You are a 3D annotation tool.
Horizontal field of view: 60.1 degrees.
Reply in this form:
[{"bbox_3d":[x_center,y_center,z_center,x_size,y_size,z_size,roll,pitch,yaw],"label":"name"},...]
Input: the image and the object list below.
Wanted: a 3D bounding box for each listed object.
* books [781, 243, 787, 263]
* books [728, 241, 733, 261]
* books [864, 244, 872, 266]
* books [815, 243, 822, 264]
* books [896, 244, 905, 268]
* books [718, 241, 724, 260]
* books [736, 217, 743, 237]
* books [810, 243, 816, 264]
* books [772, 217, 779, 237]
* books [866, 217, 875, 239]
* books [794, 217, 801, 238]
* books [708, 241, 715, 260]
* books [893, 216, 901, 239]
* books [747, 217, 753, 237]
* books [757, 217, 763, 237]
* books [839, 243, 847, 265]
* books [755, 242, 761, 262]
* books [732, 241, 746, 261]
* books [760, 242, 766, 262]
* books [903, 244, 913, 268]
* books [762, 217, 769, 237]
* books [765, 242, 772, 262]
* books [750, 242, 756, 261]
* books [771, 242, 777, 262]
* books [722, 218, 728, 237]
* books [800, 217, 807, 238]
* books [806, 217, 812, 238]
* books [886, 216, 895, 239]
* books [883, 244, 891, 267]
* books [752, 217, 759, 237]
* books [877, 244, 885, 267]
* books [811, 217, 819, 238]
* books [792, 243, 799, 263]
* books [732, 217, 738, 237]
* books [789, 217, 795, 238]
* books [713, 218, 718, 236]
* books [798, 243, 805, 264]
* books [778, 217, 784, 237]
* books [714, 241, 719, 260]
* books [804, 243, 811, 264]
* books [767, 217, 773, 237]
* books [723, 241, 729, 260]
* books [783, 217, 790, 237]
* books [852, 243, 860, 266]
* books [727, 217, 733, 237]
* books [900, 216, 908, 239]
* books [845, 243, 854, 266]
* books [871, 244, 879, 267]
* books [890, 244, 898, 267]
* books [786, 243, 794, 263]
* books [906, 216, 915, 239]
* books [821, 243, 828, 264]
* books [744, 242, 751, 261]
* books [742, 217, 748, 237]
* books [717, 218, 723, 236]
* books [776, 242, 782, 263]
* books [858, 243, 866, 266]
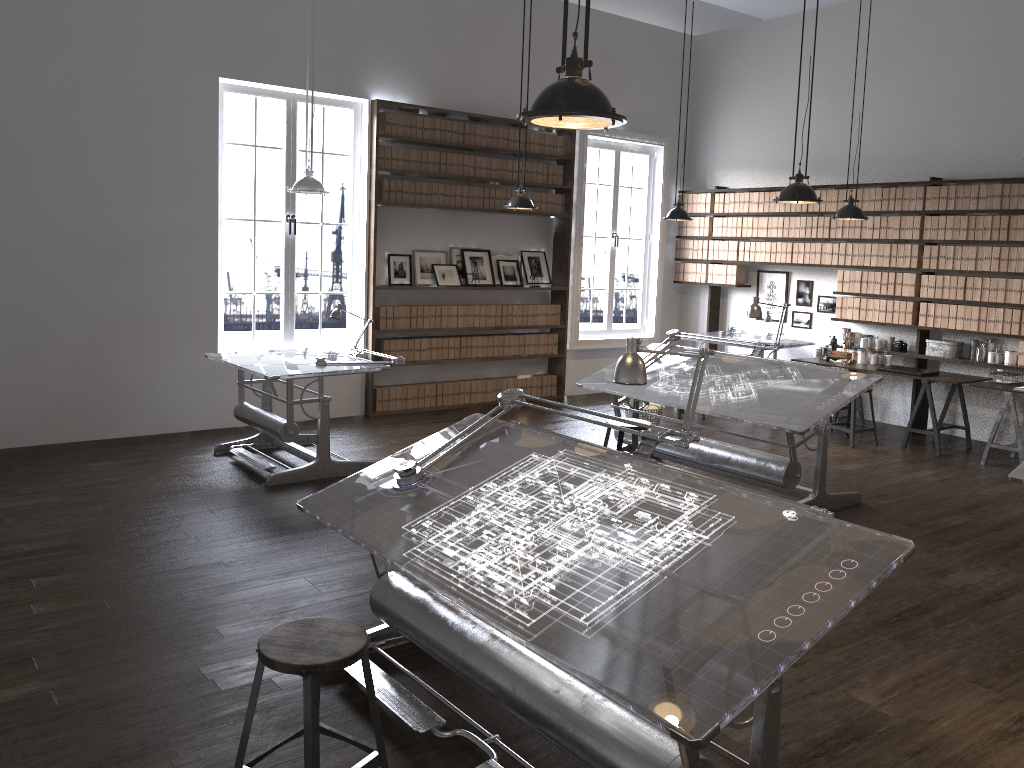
[{"bbox_3d":[3.026,-1.431,9.687,0.175,0.224,0.067,-3,8,-37],"label":"books"},{"bbox_3d":[2.589,-1.540,10.251,0.175,0.224,0.067,-3,8,-37],"label":"books"},{"bbox_3d":[3.623,-1.296,8.901,0.175,0.224,0.067,-3,8,-37],"label":"books"},{"bbox_3d":[3.281,-1.369,9.345,0.175,0.224,0.067,-3,8,-37],"label":"books"},{"bbox_3d":[3.833,-1.247,8.635,0.174,0.224,0.067,-3,8,-37],"label":"books"},{"bbox_3d":[2.504,-1.561,10.367,0.174,0.224,0.067,-3,8,-37],"label":"books"},{"bbox_3d":[2.657,-1.791,10.143,0.175,0.224,0.067,-3,8,-37],"label":"books"},{"bbox_3d":[3.245,-1.379,9.401,0.175,0.224,0.067,-3,8,-37],"label":"books"},{"bbox_3d":[2.953,-1.721,9.762,0.175,0.224,0.067,-3,8,-37],"label":"books"},{"bbox_3d":[3.635,-1.560,8.874,0.175,0.224,0.067,-3,8,-37],"label":"books"},{"bbox_3d":[3.124,-1.681,9.539,0.174,0.224,0.067,-3,8,-37],"label":"books"},{"bbox_3d":[2.412,-1.581,10.475,0.175,0.224,0.067,-3,8,-37],"label":"books"},{"bbox_3d":[3.804,-1.520,8.650,0.175,0.224,0.067,-3,8,-37],"label":"books"},{"bbox_3d":[2.747,-1.770,10.028,0.174,0.224,0.067,-3,8,-37],"label":"books"},{"bbox_3d":[2.836,-1.750,9.919,0.175,0.224,0.067,-3,8,-37],"label":"books"},{"bbox_3d":[3.451,-1.336,9.122,0.175,0.224,0.067,-3,8,-37],"label":"books"},{"bbox_3d":[2.818,-1.480,9.958,0.174,0.224,0.067,-3,8,-37],"label":"books"},{"bbox_3d":[2.624,-1.531,10.199,0.175,0.224,0.067,-3,8,-37],"label":"books"},{"bbox_3d":[2.857,-1.470,9.901,0.174,0.224,0.067,-3,8,-37],"label":"books"},{"bbox_3d":[3.873,-1.237,8.577,0.174,0.224,0.067,-3,8,-37],"label":"books"},{"bbox_3d":[2.872,-1.740,9.862,0.175,0.224,0.067,-3,8,-37],"label":"books"},{"bbox_3d":[2.898,-1.459,9.842,0.175,0.224,0.067,-3,8,-37],"label":"books"},{"bbox_3d":[2.774,-1.490,10.012,0.175,0.224,0.067,-3,8,-37],"label":"books"},{"bbox_3d":[2.942,-1.449,9.785,0.175,0.224,0.067,-3,8,-37],"label":"books"},{"bbox_3d":[2.533,-1.819,10.302,0.175,0.224,0.067,-3,8,-37],"label":"books"},{"bbox_3d":[3.166,-1.670,9.480,0.175,0.224,0.067,-3,8,-37],"label":"books"},{"bbox_3d":[3.209,-1.660,9.423,0.175,0.224,0.067,-3,8,-37],"label":"books"},{"bbox_3d":[3.767,-1.530,8.709,0.174,0.224,0.067,-3,8,-37],"label":"books"},{"bbox_3d":[3.745,-1.267,8.741,0.175,0.224,0.067,-3,8,-37],"label":"books"},{"bbox_3d":[2.793,-1.760,9.975,0.174,0.224,0.067,-3,8,-37],"label":"books"},{"bbox_3d":[3.708,-1.277,8.796,0.175,0.224,0.067,-3,8,-37],"label":"books"},{"bbox_3d":[3.251,-1.651,9.376,0.175,0.224,0.067,-3,8,-37],"label":"books"},{"bbox_3d":[3.116,-1.409,9.570,0.175,0.224,0.067,-3,8,-37],"label":"books"},{"bbox_3d":[2.617,-1.801,10.205,0.175,0.224,0.067,-3,8,-37],"label":"books"},{"bbox_3d":[3.085,-1.691,9.597,0.174,0.224,0.067,-3,8,-37],"label":"books"},{"bbox_3d":[2.448,-1.840,10.419,0.174,0.224,0.067,-3,8,-37],"label":"books"},{"bbox_3d":[3.155,-1.399,9.511,0.174,0.224,0.067,-3,8,-37],"label":"books"},{"bbox_3d":[2.996,-1.711,9.703,0.175,0.224,0.067,-3,8,-37],"label":"books"},{"bbox_3d":[2.458,-1.571,10.420,0.174,0.224,0.067,-3,8,-37],"label":"books"},{"bbox_3d":[3.202,-1.389,9.457,0.174,0.224,0.067,-3,8,-37],"label":"books"},{"bbox_3d":[2.916,-1.730,9.812,0.175,0.224,0.067,-3,8,-37],"label":"books"},{"bbox_3d":[2.544,-1.551,10.311,0.175,0.224,0.067,-3,8,-37],"label":"books"},{"bbox_3d":[3.041,-1.701,9.650,0.175,0.224,0.067,-3,8,-37],"label":"books"},{"bbox_3d":[3.543,-1.316,9.015,0.174,0.224,0.067,-3,8,-37],"label":"books"},{"bbox_3d":[2.575,-1.811,10.255,0.175,0.224,0.067,-3,8,-37],"label":"books"},{"bbox_3d":[3.848,-1.511,8.600,0.175,0.224,0.067,-3,8,-37],"label":"books"},{"bbox_3d":[3.497,-1.326,9.067,0.174,0.224,0.067,-3,8,-37],"label":"books"},{"bbox_3d":[3.669,-1.285,8.845,0.175,0.224,0.067,-3,8,-37],"label":"books"},{"bbox_3d":[3.790,-1.257,8.691,0.175,0.224,0.067,-3,8,-37],"label":"books"},{"bbox_3d":[3.066,-1.420,9.625,0.175,0.224,0.067,-3,8,-37],"label":"books"},{"bbox_3d":[3.885,-1.502,8.549,0.175,0.224,0.067,-3,8,-37],"label":"books"},{"bbox_3d":[3.325,-1.360,9.295,0.175,0.224,0.067,-3,8,-37],"label":"books"},{"bbox_3d":[2.728,-1.499,10.065,0.175,0.224,0.067,-3,8,-37],"label":"books"},{"bbox_3d":[2.707,-1.780,10.087,0.175,0.224,0.067,-3,8,-37],"label":"books"},{"bbox_3d":[2.490,-1.830,10.359,0.175,0.224,0.067,-3,8,-37],"label":"books"},{"bbox_3d":[2.984,-1.440,9.737,0.175,0.224,0.067,-3,8,-37],"label":"books"},{"bbox_3d":[3.584,-1.306,8.958,0.175,0.224,0.067,-3,8,-37],"label":"books"}]
